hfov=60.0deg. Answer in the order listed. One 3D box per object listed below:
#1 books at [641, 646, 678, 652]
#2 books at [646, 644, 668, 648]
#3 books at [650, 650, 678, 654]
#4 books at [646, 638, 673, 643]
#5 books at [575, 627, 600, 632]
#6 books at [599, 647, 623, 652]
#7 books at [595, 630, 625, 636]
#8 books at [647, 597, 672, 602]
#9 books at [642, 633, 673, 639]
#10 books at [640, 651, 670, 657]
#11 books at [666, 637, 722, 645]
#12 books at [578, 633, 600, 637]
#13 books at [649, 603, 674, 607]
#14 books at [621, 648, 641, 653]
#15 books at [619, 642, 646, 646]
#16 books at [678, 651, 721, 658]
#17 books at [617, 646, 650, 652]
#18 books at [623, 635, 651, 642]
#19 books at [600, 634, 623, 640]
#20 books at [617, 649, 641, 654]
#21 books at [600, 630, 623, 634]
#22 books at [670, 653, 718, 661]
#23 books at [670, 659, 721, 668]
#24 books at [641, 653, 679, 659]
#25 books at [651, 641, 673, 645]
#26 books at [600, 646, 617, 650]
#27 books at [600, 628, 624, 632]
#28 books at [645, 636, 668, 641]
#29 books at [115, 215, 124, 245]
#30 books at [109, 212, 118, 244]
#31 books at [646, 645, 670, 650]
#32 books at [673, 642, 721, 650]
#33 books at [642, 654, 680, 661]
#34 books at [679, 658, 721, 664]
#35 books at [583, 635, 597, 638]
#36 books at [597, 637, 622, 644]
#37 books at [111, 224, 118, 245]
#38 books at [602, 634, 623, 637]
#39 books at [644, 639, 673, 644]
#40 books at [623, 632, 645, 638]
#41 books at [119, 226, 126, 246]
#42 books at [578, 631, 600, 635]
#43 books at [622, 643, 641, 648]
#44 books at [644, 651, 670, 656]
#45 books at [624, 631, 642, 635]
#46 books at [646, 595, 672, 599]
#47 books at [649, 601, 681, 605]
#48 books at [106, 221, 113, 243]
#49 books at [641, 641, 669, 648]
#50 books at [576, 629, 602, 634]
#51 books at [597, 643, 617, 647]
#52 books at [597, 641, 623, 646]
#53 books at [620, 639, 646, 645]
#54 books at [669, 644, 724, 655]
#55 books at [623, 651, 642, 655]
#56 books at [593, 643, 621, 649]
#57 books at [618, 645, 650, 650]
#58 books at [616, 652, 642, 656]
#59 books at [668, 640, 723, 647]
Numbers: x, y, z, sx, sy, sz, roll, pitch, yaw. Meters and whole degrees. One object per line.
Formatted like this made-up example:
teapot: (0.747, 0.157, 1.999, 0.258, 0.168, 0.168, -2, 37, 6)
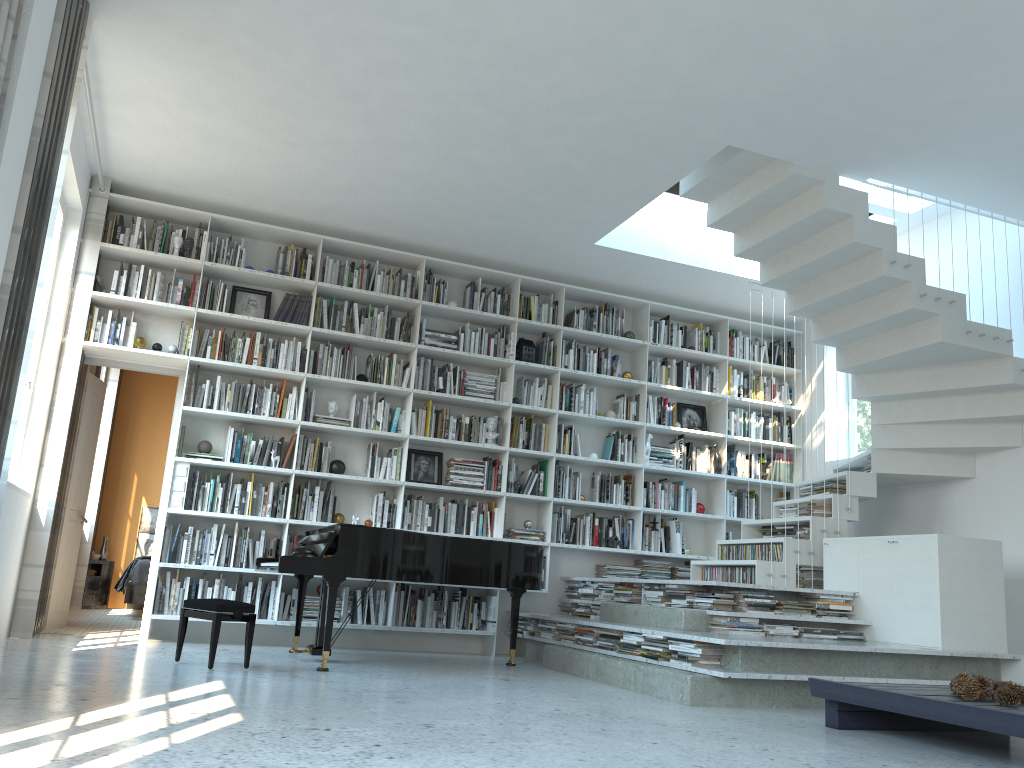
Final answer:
books: (0.894, 1.539, 5.147, 0.191, 0.015, 0.246, 8, -14, -19)
books: (0.915, 1.528, 5.157, 0.131, 0.007, 0.292, 10, -14, -24)
books: (0.912, 1.556, 5.151, 0.154, 0.014, 0.197, 9, -14, -20)
books: (0.917, 1.494, 5.165, 0.133, 0.008, 0.285, 10, -14, -24)
books: (0.564, 1.662, 5.996, 0.179, 0.012, 0.250, 10, -14, -23)
books: (0.684, 1.705, 5.696, 0.142, 0.012, 0.291, 8, -14, -16)
books: (0.680, 1.608, 5.713, 0.170, 0.014, 0.281, 10, -14, -23)
books: (1.062, 1.507, 6.186, 0.167, 0.024, 0.192, 8, -14, -19)
books: (0.898, 1.470, 5.162, 0.182, 0.016, 0.257, 8, -14, -17)
books: (0.889, 1.568, 5.139, 0.191, 0.006, 0.275, 8, -14, -18)
books: (1.003, 1.414, 4.881, 0.192, 0.014, 0.257, 10, -14, -24)
books: (0.577, 1.696, 5.994, 0.155, 0.009, 0.298, 8, -14, -19)
books: (1.068, 1.541, 6.182, 0.132, 0.016, 0.263, 7, -13, -15)
books: (0.792, 1.631, 5.418, 0.159, 0.009, 0.276, 8, -14, -17)
books: (0.789, 1.593, 5.424, 0.171, 0.007, 0.261, 8, -14, -17)
books: (1.030, 1.486, 4.878, 0.137, 0.019, 0.225, 8, -14, -19)
books: (0.787, 1.622, 5.418, 0.180, 0.008, 0.268, 9, -14, -21)
books: (0.803, 1.562, 5.436, 0.141, 0.028, 0.223, 10, -14, -25)
books: (0.691, 1.633, 5.713, 0.142, 0.017, 0.240, 10, -14, -24)
books: (0.790, 1.638, 5.416, 0.171, 0.005, 0.298, 9, -14, -21)
books: (0.694, 1.599, 5.720, 0.157, 0.007, 0.269, 9, -14, -20)
books: (1.000, 1.499, 4.863, 0.187, 0.017, 0.206, 8, -13, -15)
books: (1.003, 1.530, 4.858, 0.184, 0.017, 0.230, 8, -14, -18)
books: (0.895, 1.576, 5.140, 0.178, 0.009, 0.277, 9, -14, -22)
books: (0.918, 1.508, 5.162, 0.133, 0.009, 0.210, 8, -14, -16)
books: (0.684, 1.696, 5.698, 0.154, 0.007, 0.263, 8, -14, -18)
books: (0.691, 1.592, 5.721, 0.160, 0.008, 0.239, 8, -14, -19)
books: (0.898, 1.482, 5.159, 0.178, 0.010, 0.196, 8, -13, -15)
books: (-2.917, -1.097, 6.586, 0.025, 0.268, 0.177, 9, -13, -20)
books: (-2.958, -1.111, 6.575, 0.014, 0.285, 0.175, 9, -13, -20)
books: (0.906, 1.532, 5.153, 0.150, 0.004, 0.291, 8, -14, -16)
books: (1.014, 1.440, 4.880, 0.165, 0.015, 0.243, 8, -14, -16)
books: (0.884, 1.587, 5.134, 0.191, 0.016, 0.209, 8, -13, -15)
books: (1.032, 1.520, 4.872, 0.132, 0.014, 0.205, 9, -14, -20)
books: (0.584, 1.708, 5.995, 0.140, 0.013, 0.181, 8, -14, -19)
books: (0.679, 1.652, 5.704, 0.160, 0.025, 0.244, 10, -14, -25)
books: (-2.945, -1.063, 6.574, 0.024, 0.194, 0.167, 9, -13, -20)
books: (0.694, 1.621, 5.716, 0.150, 0.008, 0.217, 9, -14, -21)
books: (0.906, 1.499, 5.159, 0.175, 0.006, 0.252, 9, -14, -20)
books: (0.802, 1.542, 5.440, 0.139, 0.013, 0.289, 7, -13, -15)
books: (-2.896, -1.053, 6.587, 0.028, 0.186, 0.182, 9, -13, -20)
books: (0.573, 1.687, 5.995, 0.169, 0.009, 0.242, 9, -14, -20)
books: (0.805, 1.604, 5.429, 0.145, 0.010, 0.267, 9, -14, -21)
books: (0.904, 1.565, 5.146, 0.170, 0.006, 0.269, 9, -14, -20)
books: (0.803, 1.529, 5.442, 0.157, 0.014, 0.216, 8, -14, -18)
books: (1.053, 1.487, 6.186, 0.178, 0.015, 0.188, 8, -13, -15)
books: (1.077, 1.528, 6.188, 0.136, 0.013, 0.258, 9, -14, -20)
books: (-2.981, -1.081, 6.570, 0.023, 0.222, 0.151, 9, -13, -20)
books: (0.897, 1.516, 5.152, 0.168, 0.013, 0.282, 10, -14, -25)
books: (0.566, 1.675, 5.994, 0.165, 0.014, 0.236, 10, -14, -25)
books: (0.684, 1.680, 5.701, 0.147, 0.008, 0.291, 10, -14, -24)
books: (0.676, 1.669, 5.700, 0.177, 0.011, 0.220, 8, -14, -18)
books: (0.788, 1.581, 5.426, 0.180, 0.016, 0.183, 10, -14, -23)
books: (1.013, 1.461, 4.876, 0.157, 0.027, 0.288, 10, -14, -25)
books: (0.794, 1.645, 5.416, 0.147, 0.008, 0.237, 8, -13, -15)
books: (0.666, 1.685, 5.693, 0.189, 0.009, 0.291, 8, -14, -17)
books: (0.782, 1.611, 5.418, 0.189, 0.013, 0.215, 9, -14, -22)
books: (0.774, 1.648, 5.408, 0.193, 0.005, 0.225, 10, -14, -24)
books: (1.009, 1.427, 4.881, 0.176, 0.010, 0.266, 10, -14, -24)
